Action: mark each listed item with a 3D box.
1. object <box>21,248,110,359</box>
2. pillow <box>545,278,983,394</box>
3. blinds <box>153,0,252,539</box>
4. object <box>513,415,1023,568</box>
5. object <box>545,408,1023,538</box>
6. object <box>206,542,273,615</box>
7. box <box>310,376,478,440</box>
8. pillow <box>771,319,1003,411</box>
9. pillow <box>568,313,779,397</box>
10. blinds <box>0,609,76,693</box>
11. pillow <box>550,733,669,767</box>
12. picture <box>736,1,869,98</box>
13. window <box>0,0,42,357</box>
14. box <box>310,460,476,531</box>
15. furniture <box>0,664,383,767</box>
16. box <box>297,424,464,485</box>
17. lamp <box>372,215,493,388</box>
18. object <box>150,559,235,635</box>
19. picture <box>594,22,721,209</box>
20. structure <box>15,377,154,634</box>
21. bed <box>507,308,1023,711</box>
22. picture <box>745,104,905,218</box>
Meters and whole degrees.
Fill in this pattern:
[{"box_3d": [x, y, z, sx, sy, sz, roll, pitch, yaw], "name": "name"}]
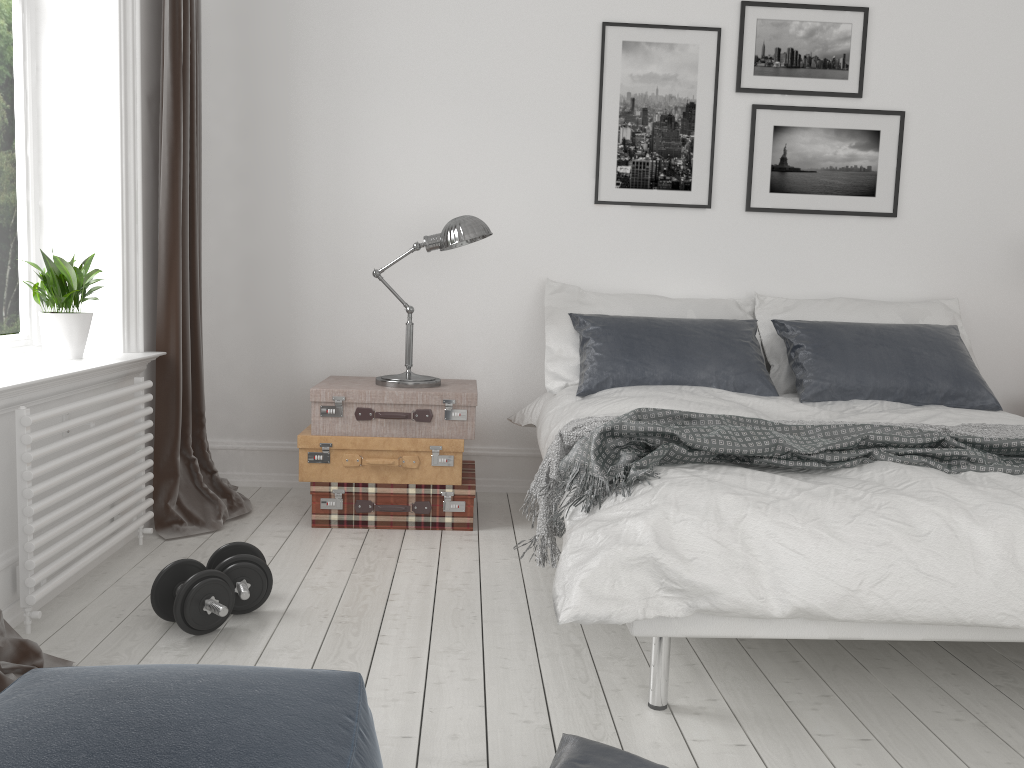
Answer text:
[{"box_3d": [-1.502, -0.272, 2.975, 0.284, 0.369, 0.215, -1, 7, -25], "name": "object"}, {"box_3d": [1.112, -0.174, 3.917, 1.965, 0.529, 0.465, 2, 6, -4], "name": "pillow"}, {"box_3d": [-1.194, -0.805, 3.492, 0.327, 2.680, 0.779, 1, 6, -8], "name": "blinds"}, {"box_3d": [1.127, 0.362, 2.753, 2.236, 0.500, 0.521, 2, 6, 0], "name": "object"}, {"box_3d": [1.170, 0.299, 2.374, 2.154, 0.377, 0.536, 2, 6, -1], "name": "object"}, {"box_3d": [-0.807, 0.571, 2.620, 0.179, 0.179, 0.326, -1, 7, -23], "name": "object"}, {"box_3d": [-0.472, 0.093, 3.688, 0.647, 0.185, 0.537, 2, 6, -3], "name": "box"}, {"box_3d": [1.554, -0.086, 3.728, 0.842, 0.339, 0.405, 2, 6, -3], "name": "pillow"}, {"box_3d": [0.662, -0.113, 3.691, 0.837, 0.329, 0.405, 2, 6, -3], "name": "pillow"}, {"box_3d": [-1.142, -0.616, 1.764, 0.294, 2.681, 0.582, 2, 6, 4], "name": "blinds"}, {"box_3d": [0.179, 0.743, 1.521, 0.381, 0.121, 0.391, 5, 7, 27], "name": "pillow"}, {"box_3d": [1.332, -1.533, 4.071, 0.592, 0.403, 0.015, 2, 6, -3], "name": "picture"}, {"box_3d": [-1.650, -1.007, 2.590, 0.120, 1.956, 1.112, 2, 6, -3], "name": "window"}, {"box_3d": [-0.481, 0.457, 3.732, 0.647, 0.185, 0.537, 2, 6, -3], "name": "box"}, {"box_3d": [-0.477, 0.617, 1.137, 0.646, 0.423, 0.646, 2, 6, -2], "name": "furniture"}, {"box_3d": [-0.525, 0.274, 3.705, 0.647, 0.185, 0.537, 2, 6, -3], "name": "box"}, {"box_3d": [-0.332, -0.343, 3.646, 0.488, 0.699, 0.269, 2, 6, -3], "name": "lamp"}, {"box_3d": [-0.882, 0.587, 2.453, 0.326, 0.179, 0.179, 7, 8, 42], "name": "object"}, {"box_3d": [0.667, -1.227, 4.071, 0.545, 0.810, 0.015, 2, 6, -3], "name": "picture"}, {"box_3d": [-1.325, 0.346, 2.756, 0.114, 0.670, 0.887, 2, 6, -3], "name": "structure"}, {"box_3d": [1.129, 0.218, 3.012, 2.217, 0.926, 2.473, 2, 6, -3], "name": "bed"}, {"box_3d": [1.459, -1.036, 4.131, 0.720, 0.486, 0.015, 2, 6, -3], "name": "picture"}]
